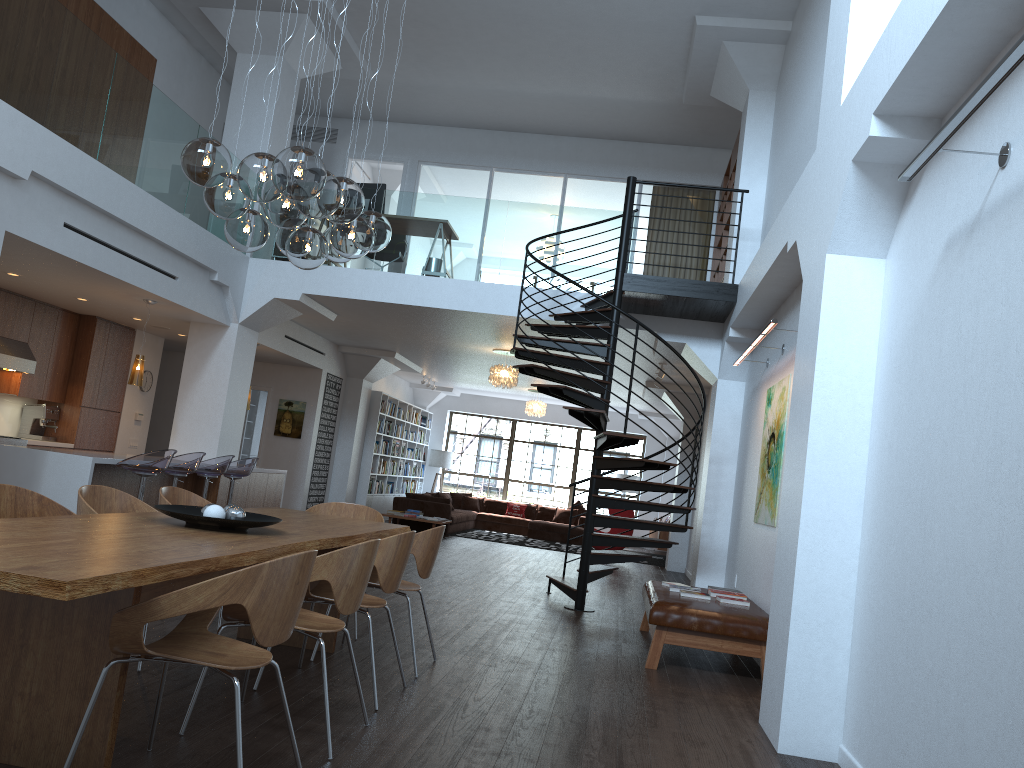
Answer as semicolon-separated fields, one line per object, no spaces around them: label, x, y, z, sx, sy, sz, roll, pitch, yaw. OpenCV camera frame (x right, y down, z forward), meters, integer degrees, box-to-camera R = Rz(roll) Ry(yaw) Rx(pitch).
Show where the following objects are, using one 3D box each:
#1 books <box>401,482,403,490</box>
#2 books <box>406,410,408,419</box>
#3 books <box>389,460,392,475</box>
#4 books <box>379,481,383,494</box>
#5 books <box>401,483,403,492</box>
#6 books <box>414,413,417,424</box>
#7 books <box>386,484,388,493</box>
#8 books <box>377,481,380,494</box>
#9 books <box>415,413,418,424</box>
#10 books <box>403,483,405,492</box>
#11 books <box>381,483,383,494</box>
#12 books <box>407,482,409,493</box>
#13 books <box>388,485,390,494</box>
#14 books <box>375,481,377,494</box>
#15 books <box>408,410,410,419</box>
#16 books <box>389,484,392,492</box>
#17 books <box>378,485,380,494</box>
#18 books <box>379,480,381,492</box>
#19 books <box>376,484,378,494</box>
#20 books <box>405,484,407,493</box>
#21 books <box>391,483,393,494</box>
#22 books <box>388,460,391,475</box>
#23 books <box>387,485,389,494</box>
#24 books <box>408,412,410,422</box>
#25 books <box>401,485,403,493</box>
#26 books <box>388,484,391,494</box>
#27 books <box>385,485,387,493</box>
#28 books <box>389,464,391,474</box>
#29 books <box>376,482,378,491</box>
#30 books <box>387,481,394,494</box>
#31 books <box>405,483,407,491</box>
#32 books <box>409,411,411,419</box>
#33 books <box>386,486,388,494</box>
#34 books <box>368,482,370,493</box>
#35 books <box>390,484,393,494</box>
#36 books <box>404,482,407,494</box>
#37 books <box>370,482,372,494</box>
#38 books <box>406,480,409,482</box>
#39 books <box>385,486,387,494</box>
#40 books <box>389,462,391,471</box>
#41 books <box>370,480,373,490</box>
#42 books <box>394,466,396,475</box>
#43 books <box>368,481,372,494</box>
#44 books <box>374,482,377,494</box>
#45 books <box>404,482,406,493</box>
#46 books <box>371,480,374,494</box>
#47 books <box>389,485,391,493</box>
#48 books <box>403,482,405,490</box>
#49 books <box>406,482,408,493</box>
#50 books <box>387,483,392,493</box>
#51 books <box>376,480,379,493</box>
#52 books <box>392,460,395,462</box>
books;-2.409;2.176;18.652;0.174;0.240;0.045;7;-6;7
books;-2.262;0.635;18.350;0.183;0.253;0.042;7;-6;8
books;-2.486;1.641;17.567;0.176;0.290;0.053;7;-6;7
books;-2.596;1.976;17.071;0.183;0.253;0.042;7;-6;8
books;-2.395;2.190;18.684;0.161;0.223;0.026;7;-6;7
books;-2.162;0.739;19.167;0.171;0.246;0.057;7;-6;8
books;-2.542;2.070;17.561;0.134;0.184;0.030;7;-6;8
books;-2.617;1.960;16.907;0.171;0.246;0.039;7;-6;8
books;-2.154;0.745;19.249;0.183;0.253;0.034;7;-6;8
books;-2.372;2.209;18.836;0.161;0.223;0.026;7;-6;7
books;-2.587;1.996;17.159;0.174;0.236;0.142;7;-6;7
books;-2.336;2.234;19.195;0.180;0.259;0.060;7;-6;7
books;-2.506;2.100;17.707;0.107;0.167;0.017;7;-6;8
books;-2.644;1.944;16.725;0.176;0.231;0.053;7;-6;8
books;-2.239;0.663;18.570;0.160;0.251;0.031;7;-6;8
books;-2.503;2.099;17.815;0.139;0.191;0.036;7;-6;8
books;-2.615;1.962;16.947;0.160;0.251;0.039;7;-6;8
books;-2.612;1.962;16.987;0.180;0.259;0.042;7;-6;8
books;-2.626;1.967;16.796;0.161;0.223;0.030;7;-6;7
books;-2.353;2.233;19.037;0.161;0.223;0.027;7;-6;7
books;-2.486;2.111;17.955;0.146;0.202;0.027;7;-6;8
books;-2.507;1.630;17.459;0.198;0.284;0.066;7;-6;7
books;-2.518;2.093;17.658;0.120;0.167;0.020;7;-6;8
books;-2.229;0.681;18.597;0.161;0.223;0.032;7;-6;8
books;-2.402;2.188;18.717;0.168;0.231;0.037;7;-6;7
books;-2.505;2.102;17.785;0.128;0.178;0.021;7;-6;8
books;-2.547;2.055;17.494;0.127;0.200;0.020;7;-6;8
books;-2.486;1.670;17.523;0.161;0.223;0.026;7;-6;7
books;-2.633;1.954;16.766;0.161;0.223;0.033;7;-6;8
books;-2.478;2.106;18.041;0.140;0.231;0.042;7;-6;8
books;-2.358;2.216;18.997;0.171;0.246;0.057;7;-6;7
books;-2.228;0.671;18.634;0.160;0.251;0.039;7;-6;8
books;-2.538;2.077;17.586;0.128;0.178;0.022;7;-6;8
books;-2.693;1.891;16.245;0.161;0.223;0.032;7;-6;8
books;-2.492;2.101;17.874;0.146;0.202;0.027;7;-6;8
books;-2.360;2.208;18.953;0.183;0.253;0.034;7;-6;7
books;-2.674;1.906;16.361;0.161;0.223;0.032;7;-6;8
books;-2.341;2.212;19.149;0.176;0.290;0.036;7;-6;7
books;-2.540;2.069;17.513;0.128;0.178;0.022;7;-6;8
books;-2.490;1.654;17.500;0.160;0.250;0.026;7;-6;7
books;-2.682;1.894;16.401;0.183;0.253;0.042;7;-6;8
books;-2.442;1.721;17.947;0.161;0.223;0.027;7;-6;7
books;-2.686;1.888;16.288;0.174;0.240;0.054;7;-6;8
books;-2.640;1.944;16.680;0.161;0.223;0.032;7;-6;8
books;-2.368;2.203;18.920;0.183;0.253;0.034;7;-6;7
books;-2.671;1.904;16.482;0.180;0.251;0.048;7;-6;8
books;-2.508;2.102;17.758;0.126;0.173;0.032;7;-6;8
books;-2.375;2.192;18.813;0.160;0.250;0.026;7;-6;7
books;-2.339;2.227;19.112;0.183;0.253;0.034;7;-6;7
books;-2.503;2.097;17.848;0.146;0.202;0.027;7;-6;8
books;-2.629;1.945;16.836;0.183;0.253;0.042;7;-6;8
books;-2.455;1.674;17.836;0.176;0.290;0.036;7;-6;7
